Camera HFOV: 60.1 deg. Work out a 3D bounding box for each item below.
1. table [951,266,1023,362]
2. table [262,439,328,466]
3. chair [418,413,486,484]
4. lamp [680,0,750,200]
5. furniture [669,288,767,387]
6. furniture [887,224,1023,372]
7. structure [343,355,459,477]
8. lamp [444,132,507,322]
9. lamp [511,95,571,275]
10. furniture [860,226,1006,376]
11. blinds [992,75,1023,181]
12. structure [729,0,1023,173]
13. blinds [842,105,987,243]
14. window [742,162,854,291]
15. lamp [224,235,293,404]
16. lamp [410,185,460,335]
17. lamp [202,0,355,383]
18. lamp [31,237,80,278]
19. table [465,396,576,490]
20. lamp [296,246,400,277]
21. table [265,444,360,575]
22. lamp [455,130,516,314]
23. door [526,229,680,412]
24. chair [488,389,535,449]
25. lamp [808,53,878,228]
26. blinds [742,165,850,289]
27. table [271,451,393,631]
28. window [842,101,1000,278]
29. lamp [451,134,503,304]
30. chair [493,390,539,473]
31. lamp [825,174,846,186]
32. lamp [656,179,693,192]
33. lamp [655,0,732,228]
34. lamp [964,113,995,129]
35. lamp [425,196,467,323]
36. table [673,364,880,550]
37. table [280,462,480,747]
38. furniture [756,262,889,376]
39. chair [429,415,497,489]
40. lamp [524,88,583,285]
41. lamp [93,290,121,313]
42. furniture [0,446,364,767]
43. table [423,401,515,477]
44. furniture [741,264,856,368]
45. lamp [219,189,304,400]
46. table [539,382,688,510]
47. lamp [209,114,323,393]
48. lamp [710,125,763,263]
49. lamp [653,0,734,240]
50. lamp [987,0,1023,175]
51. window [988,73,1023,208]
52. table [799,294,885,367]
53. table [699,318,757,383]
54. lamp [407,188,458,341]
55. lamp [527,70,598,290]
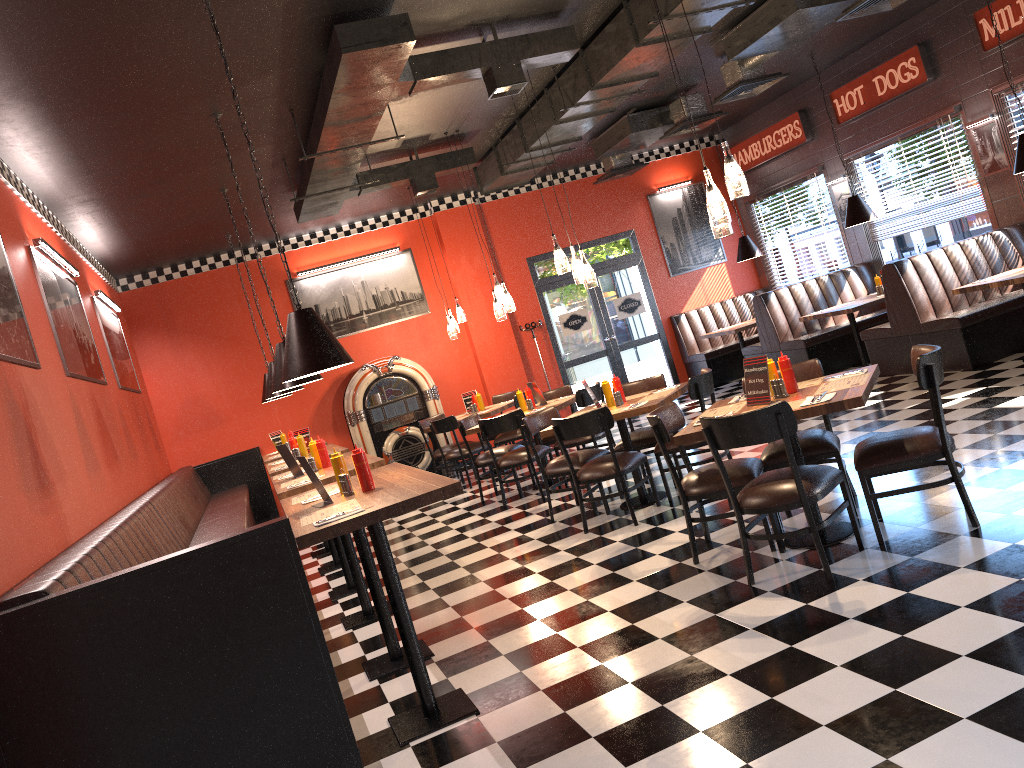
[{"bbox_3d":[5.083,-0.761,7.990,1.698,0.773,0.954,-17,2,-17],"label":"table"},{"bbox_3d":[-2.455,1.255,10.477,0.698,0.999,1.687,-17,2,-17],"label":"table"},{"bbox_3d":[-0.772,0.793,10.998,0.541,0.867,0.489,-16,1,37],"label":"chair"},{"bbox_3d":[0.932,-1.933,4.700,0.109,1.965,0.108,-17,0,-25],"label":"lamp"},{"bbox_3d":[3.429,-0.734,13.353,1.715,1.154,0.704,-17,1,-17],"label":"furniture"},{"bbox_3d":[4.796,-0.914,8.792,1.715,1.154,0.704,-17,1,-17],"label":"furniture"},{"bbox_3d":[-1.535,0.512,11.846,1.299,1.767,0.498,-17,1,-17],"label":"structure"},{"bbox_3d":[-0.378,-1.570,8.824,0.108,1.965,0.108,-17,0,-5],"label":"lamp"},{"bbox_3d":[0.130,-1.804,6.910,0.108,1.965,0.109,-16,0,45],"label":"lamp"},{"bbox_3d":[4.594,-0.887,9.466,1.715,1.154,0.704,-17,1,-17],"label":"furniture"},{"bbox_3d":[5.454,-2.334,8.215,0.101,1.552,1.864,-17,2,-17],"label":"blinds"},{"bbox_3d":[5.000,-3.611,8.287,0.120,0.438,11.231,-17,3,-17],"label":"structure"},{"bbox_3d":[4.721,-2.411,10.494,0.101,1.205,1.864,-17,2,-17],"label":"blinds"},{"bbox_3d":[4.170,-2.117,12.813,0.128,1.713,2.021,-17,2,-17],"label":"window"},{"bbox_3d":[-3.114,-0.798,10.645,0.380,2.044,0.384,-17,0,24],"label":"lamp"},{"bbox_3d":[-0.967,-1.557,10.838,0.108,1.965,0.109,-17,0,25],"label":"lamp"},{"bbox_3d":[-1.291,-1.038,4.562,0.380,2.044,0.384,-17,0,24],"label":"lamp"},{"bbox_3d":[-3.567,-0.974,6.948,0.081,0.056,1.440,-17,3,-17],"label":"lamp"},{"bbox_3d":[0.270,0.635,8.916,0.955,0.773,0.962,-16,2,28],"label":"table"},{"bbox_3d":[-2.221,-1.673,12.074,1.449,0.056,0.081,-18,2,-17],"label":"lamp"},{"bbox_3d":[-1.842,1.174,8.433,0.698,0.999,1.687,-17,2,-17],"label":"table"},{"bbox_3d":[-0.287,-1.661,8.873,0.109,1.965,0.108,-17,0,-35],"label":"lamp"},{"bbox_3d":[1.393,-0.852,13.120,1.807,2.571,0.128,-17,0,-17],"label":"door"},{"bbox_3d":[-0.047,0.559,11.323,0.483,0.867,0.548,-16,1,38],"label":"chair"},{"bbox_3d":[3.757,-2.838,10.258,0.384,2.044,0.380,-17,0,-36],"label":"lamp"},{"bbox_3d":[4.097,-2.115,12.781,0.100,1.634,1.863,-17,2,-17],"label":"blinds"},{"bbox_3d":[-1.238,1.095,6.419,0.698,0.999,1.687,-17,2,-17],"label":"table"},{"bbox_3d":[4.854,-2.207,10.532,0.128,1.713,2.021,-17,2,-17],"label":"window"},{"bbox_3d":[-0.375,-1.758,8.990,0.108,1.965,0.109,-17,0,30],"label":"lamp"},{"bbox_3d":[0.066,0.562,10.604,0.543,0.867,0.488,-16,1,15],"label":"chair"},{"bbox_3d":[4.257,-2.682,11.641,0.081,0.056,0.333,-17,3,-17],"label":"lamp"},{"bbox_3d":[2.494,-3.043,13.597,0.612,0.056,0.081,-18,2,-17],"label":"lamp"},{"bbox_3d":[0.840,-1.790,4.720,0.109,1.965,0.108,-17,0,-30],"label":"lamp"},{"bbox_3d":[4.942,-2.772,9.356,0.081,0.056,0.333,-17,3,-17],"label":"lamp"},{"bbox_3d":[-0.887,-1.701,10.895,0.108,1.965,0.109,-17,0,15],"label":"lamp"},{"bbox_3d":[1.569,0.452,4.829,0.951,0.773,0.966,-16,2,28],"label":"table"},{"bbox_3d":[-0.632,1.015,4.395,0.698,0.999,1.687,-17,2,-17],"label":"table"},{"bbox_3d":[4.112,-0.824,11.073,1.715,1.154,0.704,-17,1,-17],"label":"furniture"},{"bbox_3d":[-0.587,0.767,10.424,0.548,0.867,0.483,-18,1,-42],"label":"chair"},{"bbox_3d":[0.274,-1.733,6.969,0.108,1.965,0.109,-17,0,25],"label":"lamp"},{"bbox_3d":[-4.324,-0.874,9.474,0.081,0.056,1.440,-17,3,-17],"label":"lamp"},{"bbox_3d":[-2.407,1.325,7.240,1.108,1.149,8.733,-17,3,-17],"label":"furniture"},{"bbox_3d":[-0.334,0.718,10.844,0.955,0.773,0.962,-16,2,28],"label":"table"},{"bbox_3d":[3.910,-0.797,11.746,1.715,1.154,0.704,-17,1,-17],"label":"furniture"},{"bbox_3d":[-2.472,-0.882,8.504,0.380,2.044,0.384,-17,0,24],"label":"lamp"},{"bbox_3d":[0.936,0.537,6.889,0.955,0.773,0.962,-16,2,28],"label":"table"},{"bbox_3d":[-1.845,-0.965,6.412,0.380,2.044,0.384,-17,0,24],"label":"lamp"},{"bbox_3d":[3.075,-2.748,12.533,0.380,2.044,0.384,-16,0,32],"label":"lamp"},{"bbox_3d":[0.880,-1.746,4.841,0.108,1.965,0.109,-17,0,30],"label":"lamp"},{"bbox_3d":[4.439,-2.927,7.982,0.384,2.044,0.380,-17,0,-36],"label":"lamp"},{"bbox_3d":[5.537,-2.297,8.252,0.128,1.713,2.021,-17,2,-17],"label":"window"},{"bbox_3d":[4.404,-0.672,10.257,1.698,0.773,0.954,-17,2,-17],"label":"table"},{"bbox_3d":[3.717,-0.582,12.548,1.698,0.773,0.954,-17,2,-17],"label":"table"},{"bbox_3d":[-0.998,-1.491,10.951,0.109,1.965,0.108,-17,0,-35],"label":"lamp"},{"bbox_3d":[0.339,-1.685,6.857,0.108,1.965,0.108,-17,0,-5],"label":"lamp"}]
